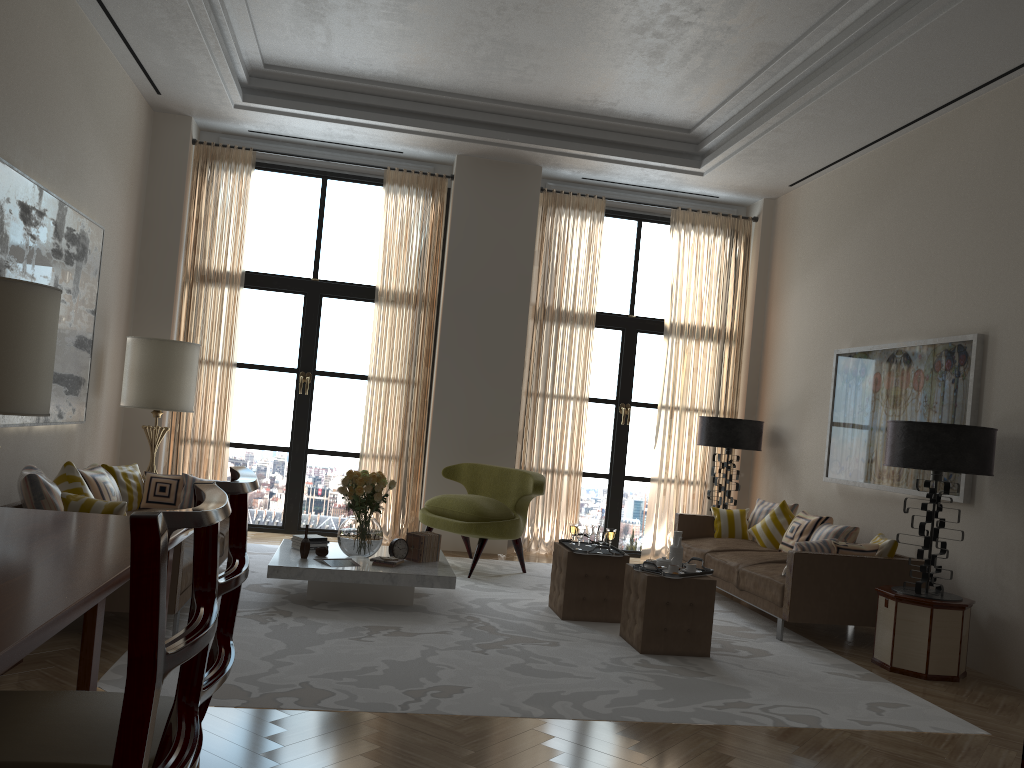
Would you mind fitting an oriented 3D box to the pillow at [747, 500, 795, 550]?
[{"bbox_3d":[3.024,1.622,10.059,0.766,0.617,0.356,4,-2,34],"label":"pillow"}]

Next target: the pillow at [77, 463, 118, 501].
[{"bbox_3d":[-3.410,0.941,7.206,0.404,0.547,0.617,5,-2,-6],"label":"pillow"}]

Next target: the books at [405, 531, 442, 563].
[{"bbox_3d":[-0.838,1.529,8.335,0.210,0.264,0.282,4,-2,41],"label":"books"}]

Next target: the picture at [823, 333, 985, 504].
[{"bbox_3d":[3.799,0.328,8.814,0.080,1.480,2.267,5,-2,-11],"label":"picture"}]

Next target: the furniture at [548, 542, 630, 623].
[{"bbox_3d":[0.703,1.831,8.203,0.614,0.616,0.614,6,-2,-10],"label":"furniture"}]

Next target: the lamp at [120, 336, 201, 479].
[{"bbox_3d":[-3.950,0.644,9.786,0.767,2.254,0.769,4,-1,44],"label":"lamp"}]

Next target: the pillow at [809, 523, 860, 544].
[{"bbox_3d":[3.256,1.707,9.136,0.371,0.565,0.659,6,-2,-14],"label":"pillow"}]

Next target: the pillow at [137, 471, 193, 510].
[{"bbox_3d":[-3.362,1.065,8.572,0.465,0.412,0.304,6,-1,-11],"label":"pillow"}]

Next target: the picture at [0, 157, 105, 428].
[{"bbox_3d":[-4.015,-0.639,7.489,0.045,1.997,3.062,5,-2,-9],"label":"picture"}]

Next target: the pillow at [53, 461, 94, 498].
[{"bbox_3d":[-3.287,0.889,6.650,0.766,0.617,0.356,4,-2,34],"label":"pillow"}]

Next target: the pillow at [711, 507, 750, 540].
[{"bbox_3d":[2.613,1.683,10.545,0.482,0.432,0.318,5,-1,0],"label":"pillow"}]

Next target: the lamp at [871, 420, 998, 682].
[{"bbox_3d":[3.452,1.342,7.311,0.830,2.017,0.830,5,-1,-9],"label":"lamp"}]

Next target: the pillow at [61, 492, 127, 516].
[{"bbox_3d":[-2.891,0.983,6.163,0.482,0.432,0.318,5,-1,0],"label":"pillow"}]

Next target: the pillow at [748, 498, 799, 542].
[{"bbox_3d":[3.033,1.656,10.464,0.356,0.576,0.623,6,-2,-31],"label":"pillow"}]

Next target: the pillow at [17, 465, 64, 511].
[{"bbox_3d":[-3.299,0.887,6.246,0.356,0.576,0.623,6,-2,-31],"label":"pillow"}]

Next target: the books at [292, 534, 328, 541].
[{"bbox_3d":[-1.911,1.455,8.378,0.260,0.030,0.206,8,-3,-42],"label":"books"}]

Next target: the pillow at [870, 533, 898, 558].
[{"bbox_3d":[3.396,1.648,8.278,0.296,0.475,0.516,5,-2,12],"label":"pillow"}]

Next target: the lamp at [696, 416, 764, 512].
[{"bbox_3d":[2.752,1.458,11.483,0.830,2.017,0.830,5,-1,-5],"label":"lamp"}]

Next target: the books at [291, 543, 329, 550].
[{"bbox_3d":[-1.912,1.538,8.384,0.281,0.035,0.207,8,-3,-42],"label":"books"}]

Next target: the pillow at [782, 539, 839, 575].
[{"bbox_3d":[2.715,1.606,8.110,0.498,0.428,0.327,6,-2,-22],"label":"pillow"}]

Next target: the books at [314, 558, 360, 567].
[{"bbox_3d":[-1.540,1.554,7.794,0.281,0.038,0.383,7,-3,-37],"label":"books"}]

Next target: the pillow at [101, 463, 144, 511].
[{"bbox_3d":[-3.671,0.999,8.429,0.296,0.475,0.516,5,-2,12],"label":"pillow"}]

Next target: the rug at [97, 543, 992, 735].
[{"bbox_3d":[-0.103,2.025,8.054,5.520,0.065,5.733,6,-2,-9],"label":"rug"}]

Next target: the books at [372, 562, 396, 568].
[{"bbox_3d":[-1.127,1.604,7.941,0.197,0.024,0.256,5,-2,8],"label":"books"}]

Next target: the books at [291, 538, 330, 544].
[{"bbox_3d":[-1.909,1.484,8.386,0.281,0.024,0.229,8,-3,-44],"label":"books"}]

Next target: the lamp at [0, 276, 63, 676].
[{"bbox_3d":[-3.171,0.518,5.189,0.769,2.254,0.767,6,-1,-43],"label":"lamp"}]

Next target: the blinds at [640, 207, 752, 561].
[{"bbox_3d":[2.550,0.086,12.190,1.242,4.872,0.418,5,-1,-8],"label":"blinds"}]

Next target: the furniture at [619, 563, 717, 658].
[{"bbox_3d":[1.264,1.842,7.253,0.614,0.616,0.614,6,-2,-10],"label":"furniture"}]

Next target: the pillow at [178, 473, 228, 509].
[{"bbox_3d":[-2.996,1.097,8.597,0.498,0.428,0.327,6,-2,-22],"label":"pillow"}]

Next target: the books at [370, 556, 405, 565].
[{"bbox_3d":[-1.115,1.582,7.944,0.255,0.026,0.202,5,-3,15],"label":"books"}]

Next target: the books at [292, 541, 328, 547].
[{"bbox_3d":[-1.911,1.508,8.373,0.207,0.024,0.263,3,-3,43],"label":"books"}]

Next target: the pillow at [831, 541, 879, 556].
[{"bbox_3d":[3.080,1.644,8.135,0.465,0.412,0.304,6,-1,-11],"label":"pillow"}]

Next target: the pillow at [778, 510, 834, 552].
[{"bbox_3d":[3.140,1.648,9.503,0.404,0.547,0.617,5,-2,-6],"label":"pillow"}]

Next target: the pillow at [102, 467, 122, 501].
[{"bbox_3d":[-3.538,1.009,7.571,0.371,0.565,0.659,6,-2,-14],"label":"pillow"}]
